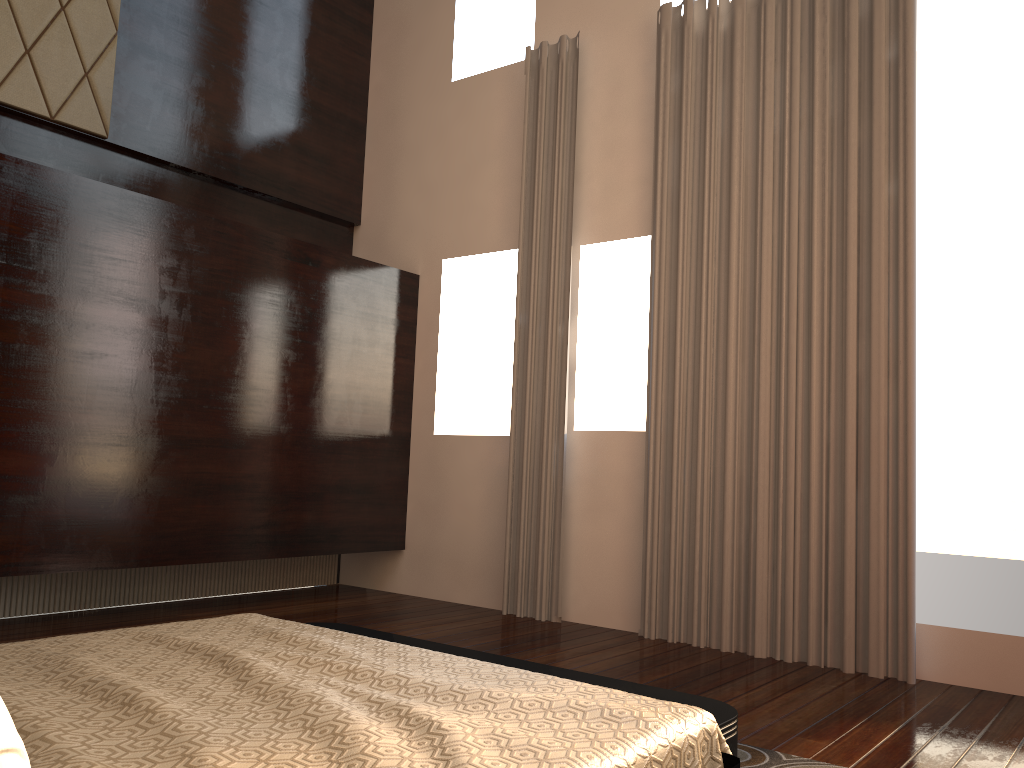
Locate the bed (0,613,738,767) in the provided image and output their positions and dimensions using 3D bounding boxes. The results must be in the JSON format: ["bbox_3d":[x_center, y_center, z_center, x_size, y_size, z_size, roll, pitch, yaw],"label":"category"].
[{"bbox_3d":[-0.741,0.596,1.410,1.985,0.660,2.381,-2,-7,37],"label":"bed"}]

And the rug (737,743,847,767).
[{"bbox_3d":[-0.793,0.938,1.553,2.910,0.006,3.735,-2,-7,37],"label":"rug"}]

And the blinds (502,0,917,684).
[{"bbox_3d":[1.899,-0.390,3.797,4.683,3.403,0.108,-2,-7,37],"label":"blinds"}]

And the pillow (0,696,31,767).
[{"bbox_3d":[-1.045,0.356,1.029,1.322,0.320,0.685,-2,-7,38],"label":"pillow"}]
